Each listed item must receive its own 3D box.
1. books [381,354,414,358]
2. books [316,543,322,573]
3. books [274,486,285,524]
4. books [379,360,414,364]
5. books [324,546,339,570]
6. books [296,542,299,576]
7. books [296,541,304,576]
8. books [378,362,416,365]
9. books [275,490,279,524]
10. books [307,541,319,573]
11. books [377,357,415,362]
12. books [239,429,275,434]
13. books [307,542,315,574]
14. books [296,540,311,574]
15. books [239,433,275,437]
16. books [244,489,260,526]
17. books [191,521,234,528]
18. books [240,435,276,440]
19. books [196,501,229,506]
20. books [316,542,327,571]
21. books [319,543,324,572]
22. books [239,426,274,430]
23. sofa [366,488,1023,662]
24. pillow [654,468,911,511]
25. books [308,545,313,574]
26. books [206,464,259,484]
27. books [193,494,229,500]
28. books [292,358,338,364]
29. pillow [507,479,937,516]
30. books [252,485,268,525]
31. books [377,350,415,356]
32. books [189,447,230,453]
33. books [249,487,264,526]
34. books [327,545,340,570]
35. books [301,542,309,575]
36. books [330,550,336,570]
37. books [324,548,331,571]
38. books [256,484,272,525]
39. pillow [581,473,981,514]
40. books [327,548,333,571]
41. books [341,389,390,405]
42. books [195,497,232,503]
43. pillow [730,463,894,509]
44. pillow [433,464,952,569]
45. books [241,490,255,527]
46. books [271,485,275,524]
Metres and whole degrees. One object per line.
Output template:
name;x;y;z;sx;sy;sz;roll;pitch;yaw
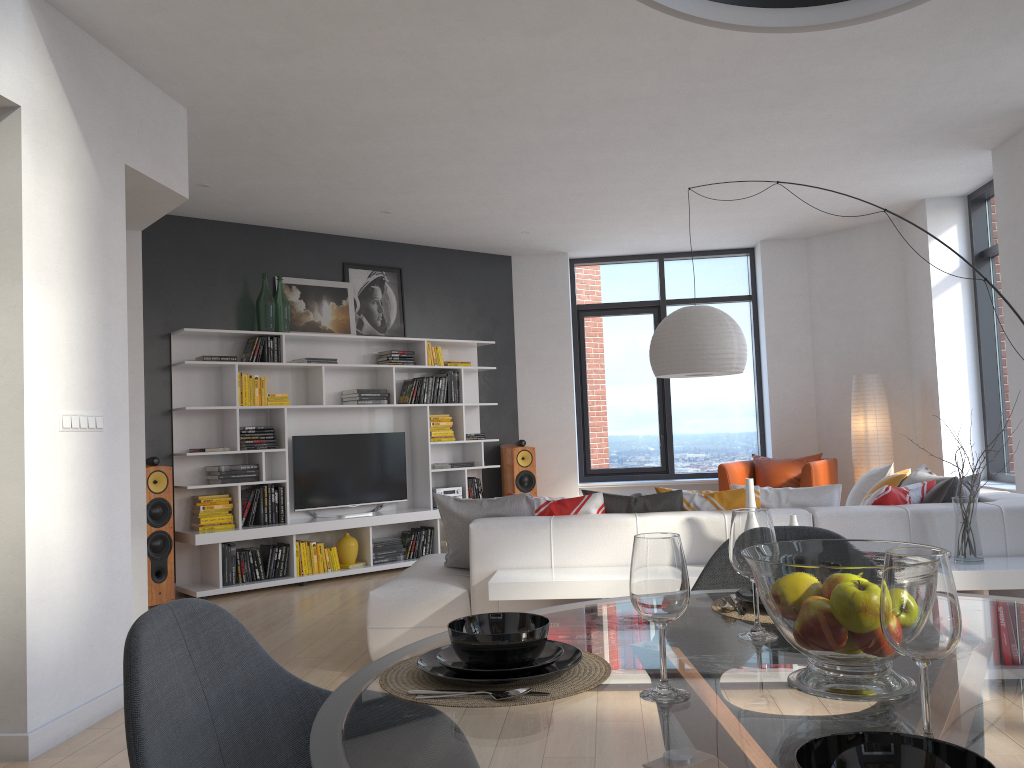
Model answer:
books;-1.049;-0.252;8.100;0.246;0.026;0.180;0;-4;-37
books;-1.626;1.427;7.307;0.043;0.240;0.169;0;-4;-40
books;-1.935;0.989;7.273;0.051;0.297;0.230;0;-4;-39
books;-1.057;-0.198;8.098;0.264;0.020;0.189;0;-4;-41
books;-1.507;1.451;7.403;0.067;0.193;0.148;0;-4;-38
books;-1.782;1.411;7.179;0.029;0.270;0.204;0;-4;-39
books;-1.765;1.413;7.219;0.048;0.271;0.213;0;-4;-39
books;-1.052;-0.173;8.095;0.284;0.030;0.214;0;-4;-36
books;-1.964;1.000;7.246;0.028;0.272;0.200;0;-4;-39
books;-1.663;1.423;7.303;0.055;0.252;0.185;0;-4;-40
books;-1.068;-0.222;8.117;0.284;0.030;0.214;0;-4;-36
books;-2.098;0.389;7.216;0.284;0.030;0.214;0;-4;-31
books;-1.676;1.422;7.278;0.041;0.252;0.180;0;-4;-39
books;-1.716;1.416;7.264;0.038;0.267;0.202;0;-4;-39
books;-2.089;0.413;7.197;0.264;0.020;0.189;0;-4;-36
books;-2.112;0.991;7.122;0.100;0.289;0.210;0;-4;-40
books;-2.344;1.094;6.942;0.269;0.025;0.213;0;-4;-36
books;-2.085;0.438;7.193;0.284;0.030;0.214;0;-4;-31
books;-2.357;0.935;6.968;0.238;0.023;0.167;-1;-4;-23
books;-1.601;1.432;7.364;0.056;0.235;0.172;0;-4;-40
books;-1.620;1.431;7.337;0.043;0.235;0.171;0;-4;-41
books;-2.082;0.359;7.197;0.246;0.026;0.180;0;-4;-32
sofa;1.110;1.041;5.427;3.424;0.732;2.614;-3;-3;6
pillow;1.685;0.745;5.104;2.095;0.440;0.630;0;-4;-37
books;-1.690;1.434;7.261;0.042;0.230;0.156;0;-4;-41
books;-2.233;0.718;7.080;0.343;0.137;0.277;0;-4;-39
books;-2.373;0.888;6.985;0.234;0.024;0.171;0;-4;-35
books;-1.687;-0.186;7.576;0.310;0.047;0.250;1;-4;-44
pillow;1.104;0.752;4.618;2.250;0.449;0.575;-3;-3;3
books;-2.042;0.980;7.189;0.034;0.314;0.237;0;-4;-39
books;-1.060;-0.278;8.109;0.209;0.030;0.266;-6;-5;44
books;-2.368;0.517;6.948;0.266;0.030;0.209;-6;-5;44
books;-2.063;0.988;7.164;0.028;0.301;0.213;0;-4;-39
books;-1.494;1.452;7.425;0.046;0.193;0.149;0;-4;-38
books;-1.740;1.419;7.246;0.066;0.258;0.198;0;-4;-39
books;-1.516;1.463;7.375;0.049;0.169;0.113;0;-4;-40
books;-1.560;1.454;7.365;0.056;0.188;0.138;0;-4;-39
books;-2.019;0.975;7.212;0.026;0.326;0.237;0;-4;-39
pillow;1.428;0.711;4.593;2.120;0.436;0.608;-2;-3;2
books;-1.539;1.454;7.373;0.046;0.187;0.134;0;-4;-39
books;-1.301;0.123;7.886;0.343;0.137;0.277;1;-5;-44
books;-2.349;0.910;6.971;0.234;0.024;0.171;0;-4;-35
pillow;1.907;0.730;5.333;0.580;0.456;2.156;-4;-4;32
pillow;1.041;0.743;4.959;2.953;0.453;0.647;-2;-3;-6
books;-2.164;0.995;7.103;0.142;0.284;0.232;0;-4;-39
books;-1.995;0.981;7.231;0.034;0.315;0.239;0;-4;-39
